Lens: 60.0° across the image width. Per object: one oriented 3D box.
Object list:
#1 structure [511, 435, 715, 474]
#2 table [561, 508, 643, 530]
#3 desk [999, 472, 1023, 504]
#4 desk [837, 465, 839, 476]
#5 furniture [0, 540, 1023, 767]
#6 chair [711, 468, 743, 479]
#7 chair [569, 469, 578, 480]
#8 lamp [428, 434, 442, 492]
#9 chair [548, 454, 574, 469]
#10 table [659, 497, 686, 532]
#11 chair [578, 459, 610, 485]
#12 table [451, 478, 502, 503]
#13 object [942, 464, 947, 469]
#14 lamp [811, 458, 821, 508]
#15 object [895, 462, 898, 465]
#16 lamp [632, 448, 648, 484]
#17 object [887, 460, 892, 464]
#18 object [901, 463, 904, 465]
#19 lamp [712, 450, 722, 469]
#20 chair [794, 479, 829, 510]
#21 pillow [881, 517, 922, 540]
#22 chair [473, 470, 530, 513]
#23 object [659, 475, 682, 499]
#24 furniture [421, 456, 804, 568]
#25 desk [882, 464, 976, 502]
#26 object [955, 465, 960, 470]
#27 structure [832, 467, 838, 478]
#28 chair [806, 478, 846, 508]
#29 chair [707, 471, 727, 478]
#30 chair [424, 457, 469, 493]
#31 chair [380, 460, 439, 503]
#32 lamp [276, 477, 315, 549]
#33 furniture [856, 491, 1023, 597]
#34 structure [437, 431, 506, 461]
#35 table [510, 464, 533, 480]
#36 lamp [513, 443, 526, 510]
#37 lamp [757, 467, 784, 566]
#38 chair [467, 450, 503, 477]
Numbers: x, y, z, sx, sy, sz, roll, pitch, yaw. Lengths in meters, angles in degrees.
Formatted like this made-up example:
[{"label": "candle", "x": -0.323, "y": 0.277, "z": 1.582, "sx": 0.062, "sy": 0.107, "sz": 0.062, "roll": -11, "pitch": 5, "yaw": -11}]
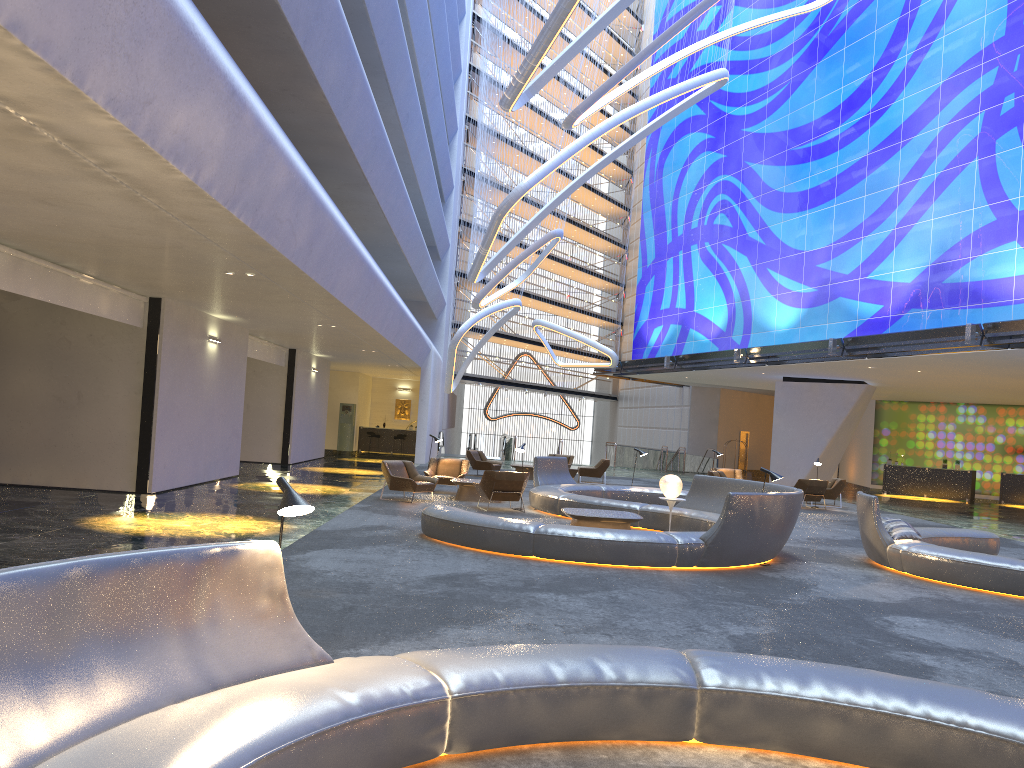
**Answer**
[{"label": "structure", "x": 4.125, "y": 7.241, "z": 49.630, "sx": 9.305, "sy": 8.395, "sz": 19.748, "roll": 4, "pitch": -2, "yaw": -1}, {"label": "table", "x": 1.334, "y": 2.143, "z": 13.371, "sx": 1.203, "sy": 0.392, "sz": 1.204, "roll": 4, "pitch": -2, "yaw": -1}, {"label": "desk", "x": 18.954, "y": 3.794, "z": 31.268, "sx": 2.975, "sy": 1.097, "sz": 0.815, "roll": 2, "pitch": -2, "yaw": 35}, {"label": "desk", "x": 17.120, "y": 4.446, "z": 48.469, "sx": 2.975, "sy": 1.097, "sz": 0.815, "roll": 2, "pitch": -2, "yaw": 37}, {"label": "furniture", "x": 0.779, "y": 1.202, "z": 0.301, "sx": 5.186, "sy": 0.969, "sz": 9.933, "roll": 4, "pitch": -3, "yaw": -5}, {"label": "chair", "x": 6.238, "y": 2.850, "z": 25.736, "sx": 0.929, "sy": 0.766, "sz": 0.939, "roll": 4, "pitch": -2, "yaw": 5}, {"label": "chair", "x": 1.291, "y": 2.507, "z": 25.518, "sx": 0.940, "sy": 0.766, "sz": 0.929, "roll": 5, "pitch": -2, "yaw": -40}, {"label": "lamp", "x": -1.784, "y": 1.780, "z": 19.968, "sx": 0.384, "sy": 1.300, "sz": 0.202, "roll": 4, "pitch": -1, "yaw": 16}, {"label": "chair", "x": 1.462, "y": 2.651, "z": 28.463, "sx": 0.928, "sy": 0.766, "sz": 0.940, "roll": 3, "pitch": -2, "yaw": 26}, {"label": "table", "x": 2.589, "y": 2.162, "z": 14.445, "sx": 0.418, "sy": 0.595, "sz": 0.428, "roll": 4, "pitch": -1, "yaw": -2}, {"label": "chair", "x": 2.479, "y": 2.657, "z": 27.079, "sx": 0.938, "sy": 0.766, "sz": 0.930, "roll": 4, "pitch": -2, "yaw": 1}, {"label": "table", "x": -0.703, "y": 2.243, "z": 18.647, "sx": 1.203, "sy": 0.392, "sz": 1.204, "roll": 4, "pitch": -2, "yaw": -2}, {"label": "object", "x": 15.650, "y": 2.985, "z": 32.041, "sx": 0.150, "sy": 0.145, "sz": 0.150, "roll": 3, "pitch": -2, "yaw": 32}, {"label": "lamp", "x": 7.859, "y": 2.561, "z": 22.872, "sx": 0.202, "sy": 1.300, "sz": 0.384, "roll": 4, "pitch": -1, "yaw": 15}, {"label": "object", "x": 14.319, "y": 2.956, "z": 32.995, "sx": 0.107, "sy": 0.108, "sz": 0.111, "roll": 3, "pitch": -2, "yaw": 33}, {"label": "lamp", "x": 2.836, "y": 2.093, "z": 20.009, "sx": 0.384, "sy": 1.300, "sz": 0.202, "roll": 4, "pitch": -1, "yaw": 16}, {"label": "object", "x": 14.115, "y": 2.929, "z": 33.131, "sx": 0.149, "sy": 0.149, "sz": 0.149, "roll": 3, "pitch": -2, "yaw": 33}, {"label": "object", "x": 14.484, "y": 2.981, "z": 32.884, "sx": 0.072, "sy": 0.070, "sz": 0.073, "roll": 3, "pitch": -2, "yaw": 33}, {"label": "lamp", "x": 5.916, "y": 2.561, "z": 25.787, "sx": 0.384, "sy": 1.300, "sz": 0.202, "roll": 4, "pitch": -1, "yaw": 16}, {"label": "chair", "x": 7.504, "y": 2.796, "z": 22.633, "sx": 0.930, "sy": 0.766, "sz": 0.939, "roll": 4, "pitch": -2, "yaw": -18}, {"label": "pillow", "x": 5.371, "y": 2.015, "z": 12.399, "sx": 0.692, "sy": 0.262, "sz": 0.878, "roll": 4, "pitch": -2, "yaw": 7}, {"label": "chair", "x": -0.196, "y": 2.014, "z": 16.815, "sx": 0.930, "sy": 0.766, "sz": 0.939, "roll": 4, "pitch": -2, "yaw": -18}, {"label": "object", "x": 2.581, "y": 1.668, "z": 14.420, "sx": 0.367, "sy": 0.387, "sz": 0.318, "roll": 4, "pitch": -1, "yaw": 6}, {"label": "furniture", "x": 2.191, "y": 1.978, "z": 15.377, "sx": 5.182, "sy": 0.969, "sz": 9.941, "roll": 3, "pitch": -3, "yaw": 16}, {"label": "desk", "x": 15.299, "y": 3.606, "z": 32.558, "sx": 2.975, "sy": 1.097, "sz": 0.815, "roll": 2, "pitch": -2, "yaw": 37}, {"label": "object", "x": 16.000, "y": 2.999, "z": 31.834, "sx": 0.150, "sy": 0.145, "sz": 0.150, "roll": 3, "pitch": -2, "yaw": 32}, {"label": "structure", "x": 13.903, "y": 3.300, "z": 38.376, "sx": 1.023, "sy": 2.050, "sz": 0.772, "roll": 4, "pitch": -1, "yaw": -23}, {"label": "chair", "x": 8.491, "y": 2.926, "z": 24.038, "sx": 0.938, "sy": 0.766, "sz": 0.930, "roll": 4, "pitch": -2, "yaw": 7}, {"label": "chair", "x": 5.649, "y": 2.699, "z": 23.270, "sx": 0.938, "sy": 0.766, "sz": 0.931, "roll": 3, "pitch": -2, "yaw": 32}, {"label": "chair", "x": -1.462, "y": 2.069, "z": 19.918, "sx": 0.929, "sy": 0.766, "sz": 0.939, "roll": 4, "pitch": -2, "yaw": 5}, {"label": "chair", "x": -2.051, "y": 1.918, "z": 17.451, "sx": 0.938, "sy": 0.766, "sz": 0.931, "roll": 3, "pitch": -2, "yaw": 32}, {"label": "lamp", "x": -1.158, "y": 1.122, "z": 4.432, "sx": 0.202, "sy": 1.300, "sz": 0.384, "roll": 4, "pitch": -1, "yaw": -42}, {"label": "furniture", "x": 7.920, "y": 2.113, "z": 9.840, "sx": 5.187, "sy": 0.969, "sz": 9.931, "roll": 4, "pitch": -3, "yaw": -9}, {"label": "structure", "x": -2.278, "y": 6.749, "z": 49.025, "sx": 3.017, "sy": 8.234, "sz": 19.844, "roll": 4, "pitch": -2, "yaw": -1}, {"label": "table", "x": 0.575, "y": 2.714, "z": 27.189, "sx": 1.202, "sy": 0.392, "sz": 1.205, "roll": 3, "pitch": -2, "yaw": 17}, {"label": "lamp", "x": 0.158, "y": 1.779, "z": 17.054, "sx": 0.202, "sy": 1.300, "sz": 0.384, "roll": 4, "pitch": -1, "yaw": 15}, {"label": "lamp", "x": 3.387, "y": 1.759, "z": 11.777, "sx": 0.384, "sy": 1.300, "sz": 0.202, "roll": 4, "pitch": -1, "yaw": 16}, {"label": "chair", "x": -0.857, "y": 2.423, "z": 26.860, "sx": 0.938, "sy": 0.766, "sz": 0.931, "roll": 3, "pitch": -2, "yaw": 23}]
